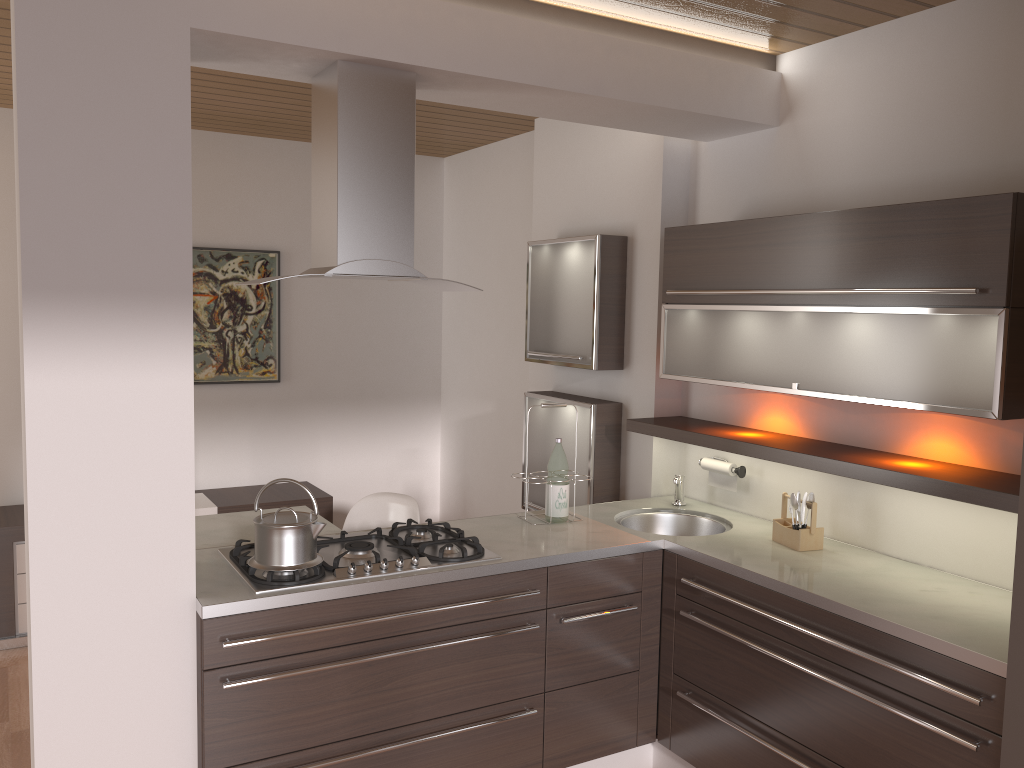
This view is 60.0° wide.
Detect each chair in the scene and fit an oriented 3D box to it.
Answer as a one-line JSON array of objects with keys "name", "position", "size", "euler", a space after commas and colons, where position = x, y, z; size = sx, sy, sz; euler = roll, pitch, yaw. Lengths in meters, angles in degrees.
[{"name": "chair", "position": [-0.688, 0.950, 3.907], "size": [0.491, 0.847, 0.608], "euler": [4, 6, 30]}]

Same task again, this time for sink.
[{"name": "sink", "position": [0.617, 0.549, 3.473], "size": [0.450, 0.347, 0.494], "euler": [-1, 5, -24]}]

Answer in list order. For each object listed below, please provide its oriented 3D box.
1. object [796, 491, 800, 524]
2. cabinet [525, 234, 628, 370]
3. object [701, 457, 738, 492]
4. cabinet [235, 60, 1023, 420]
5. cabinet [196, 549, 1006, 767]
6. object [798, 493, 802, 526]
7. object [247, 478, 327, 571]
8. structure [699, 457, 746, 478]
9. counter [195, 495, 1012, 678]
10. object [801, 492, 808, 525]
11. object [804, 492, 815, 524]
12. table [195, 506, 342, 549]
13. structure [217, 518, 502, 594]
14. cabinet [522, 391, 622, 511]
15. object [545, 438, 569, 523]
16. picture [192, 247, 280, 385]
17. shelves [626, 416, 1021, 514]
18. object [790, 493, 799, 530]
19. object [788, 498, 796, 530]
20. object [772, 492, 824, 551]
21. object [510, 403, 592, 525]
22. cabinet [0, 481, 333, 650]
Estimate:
[{"name": "object", "position": [1.001, 0.471, 3.094], "size": [0.018, 0.196, 0.022], "euler": [-1, 6, -28]}, {"name": "cabinet", "position": [0.237, -0.382, 4.159], "size": [0.172, 0.600, 0.619], "euler": [-4, 7, -44]}, {"name": "object", "position": [0.843, 0.371, 3.621], "size": [0.053, 0.119, 0.165], "euler": [-2, 6, -30]}, {"name": "cabinet", "position": [0.352, -0.463, 2.618], "size": [2.058, 1.032, 1.399], "euler": [-1, 6, -26]}, {"name": "cabinet", "position": [0.263, 1.067, 2.656], "size": [2.150, 0.870, 1.850], "euler": [-2, 6, -30]}, {"name": "object", "position": [0.997, 0.473, 3.071], "size": [0.023, 0.196, 0.018], "euler": [-1, 6, -28]}, {"name": "object", "position": [-0.674, 0.405, 2.643], "size": [0.221, 0.251, 0.221], "euler": [-3, 6, -37]}, {"name": "structure", "position": [0.873, 0.337, 3.618], "size": [0.087, 0.049, 0.237], "euler": [-2, 6, -30]}, {"name": "counter", "position": [0.272, 0.616, 2.616], "size": [2.150, 0.036, 1.850], "euler": [-2, 6, -30]}, {"name": "object", "position": [1.011, 0.472, 3.088], "size": [0.020, 0.196, 0.017], "euler": [1, 5, -7]}, {"name": "object", "position": [1.026, 0.470, 3.081], "size": [0.042, 0.192, 0.040], "euler": [3, 5, 18]}, {"name": "table", "position": [-1.062, 1.014, 3.591], "size": [0.800, 0.758, 1.100], "euler": [-2, 6, -30]}, {"name": "structure", "position": [-0.498, 0.535, 2.893], "size": [0.797, 0.047, 0.494], "euler": [-2, 6, -30]}, {"name": "cabinet", "position": [0.263, 0.361, 4.270], "size": [0.194, 0.600, 0.598], "euler": [-2, 6, -30]}, {"name": "object", "position": [0.175, 0.366, 3.389], "size": [0.091, 0.319, 0.091], "euler": [2, 5, 5]}, {"name": "picture", "position": [-1.971, -0.392, 5.103], "size": [1.277, 0.801, 0.018], "euler": [-2, 6, -30]}, {"name": "shelves", "position": [1.085, 0.248, 3.054], "size": [0.313, 0.050, 1.850], "euler": [-2, 6, -30]}, {"name": "object", "position": [0.980, 0.471, 3.064], "size": [0.042, 0.192, 0.040], "euler": [3, 5, 16]}, {"name": "object", "position": [0.982, 0.481, 3.093], "size": [0.044, 0.178, 0.019], "euler": [5, 6, 35]}, {"name": "object", "position": [1.010, 0.483, 3.128], "size": [0.100, 0.170, 0.173], "euler": [0, 5, -18]}, {"name": "object", "position": [0.153, 0.298, 3.432], "size": [0.291, 0.453, 0.210], "euler": [-1, 5, -25]}, {"name": "cabinet", "position": [-1.904, 0.953, 4.954], "size": [1.740, 0.608, 0.540], "euler": [-2, 6, -30]}]
